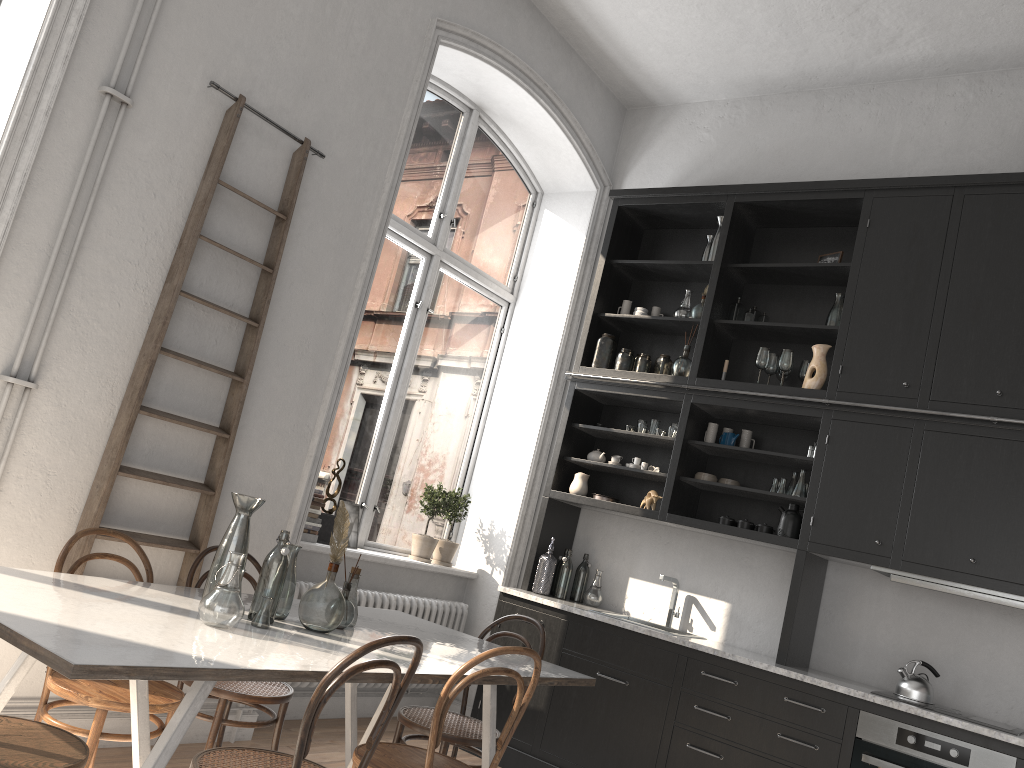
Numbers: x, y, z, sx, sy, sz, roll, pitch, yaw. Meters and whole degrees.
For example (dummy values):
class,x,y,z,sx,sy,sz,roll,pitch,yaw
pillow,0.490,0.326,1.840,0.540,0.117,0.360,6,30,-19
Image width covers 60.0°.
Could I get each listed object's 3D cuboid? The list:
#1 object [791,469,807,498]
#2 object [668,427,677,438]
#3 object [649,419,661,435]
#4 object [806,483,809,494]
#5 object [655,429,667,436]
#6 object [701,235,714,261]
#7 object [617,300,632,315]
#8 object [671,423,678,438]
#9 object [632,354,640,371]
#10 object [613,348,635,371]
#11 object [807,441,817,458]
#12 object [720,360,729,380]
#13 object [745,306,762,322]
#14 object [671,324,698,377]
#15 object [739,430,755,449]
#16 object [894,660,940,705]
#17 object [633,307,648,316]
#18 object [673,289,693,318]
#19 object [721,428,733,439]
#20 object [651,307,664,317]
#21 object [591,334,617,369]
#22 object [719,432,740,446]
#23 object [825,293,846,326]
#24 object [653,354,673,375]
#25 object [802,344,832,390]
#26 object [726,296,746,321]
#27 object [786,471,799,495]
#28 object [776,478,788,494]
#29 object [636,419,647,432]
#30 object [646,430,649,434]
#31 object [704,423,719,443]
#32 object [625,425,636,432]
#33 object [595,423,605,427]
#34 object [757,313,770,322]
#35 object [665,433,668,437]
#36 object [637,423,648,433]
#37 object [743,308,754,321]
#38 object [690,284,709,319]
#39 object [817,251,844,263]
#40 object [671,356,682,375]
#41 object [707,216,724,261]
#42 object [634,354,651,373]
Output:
class,x,y,z,sx,sy,sz,roll,pitch,yaw
object,1.557,0.541,4.780,0.083,0.157,0.084,10,-10,21
object,0.953,0.296,5.276,0.064,0.069,0.064,9,-11,30
object,0.862,0.273,5.388,0.061,0.107,0.060,18,-10,-25
object,1.622,0.604,4.894,0.067,0.108,0.068,10,-10,25
object,0.891,0.300,5.323,0.072,0.047,0.072,16,-10,-15
object,1.230,-0.816,5.578,0.070,0.231,0.067,8,-11,33
object,0.733,-0.472,5.776,0.059,0.135,0.082,18,-10,-24
object,0.981,0.295,5.350,0.060,0.107,0.061,12,-9,10
object,0.812,-0.096,5.682,0.092,0.184,0.092,14,-9,3
object,0.705,-0.136,5.553,0.114,0.155,0.114,6,-12,40
object,1.650,0.370,4.847,0.040,0.116,0.080,20,-11,-32
object,1.244,-0.068,5.187,0.123,0.161,0.123,5,-13,45
object,1.455,-0.384,5.368,0.065,0.176,0.084,19,-11,-30
object,1.044,-0.201,5.297,0.134,0.357,0.134,15,-9,-8
object,1.363,0.340,5.143,0.082,0.135,0.059,11,-10,20
object,1.936,1.413,4.241,0.171,0.185,0.171,22,-12,-41
object,0.828,-0.437,5.727,0.096,0.095,0.096,17,-10,-18
object,1.079,-0.475,5.515,0.132,0.219,0.132,12,-9,12
object,1.256,0.328,5.231,0.082,0.135,0.059,18,-10,-24
object,0.931,-0.429,5.742,0.059,0.135,0.082,19,-11,-29
object,0.590,-0.194,5.629,0.118,0.238,0.119,10,-10,23
object,1.251,0.331,5.121,0.082,0.093,0.140,14,-9,2
object,1.844,-0.386,5.035,0.110,0.254,0.100,14,-9,3
object,0.943,-0.090,5.559,0.092,0.184,0.092,21,-12,-37
object,1.661,-0.081,4.823,0.094,0.266,0.116,16,-9,-11
object,1.347,-0.431,5.319,0.084,0.199,0.065,19,-11,-30
object,1.560,0.565,4.920,0.084,0.157,0.083,22,-12,-41
object,1.474,0.561,4.831,0.058,0.094,0.058,16,-9,-13
object,0.801,0.279,5.516,0.060,0.107,0.061,13,-9,5
object,0.859,0.317,5.471,0.071,0.047,0.072,10,-10,25
object,1.166,0.301,5.198,0.059,0.135,0.082,13,-9,5
object,0.727,0.285,5.472,0.072,0.047,0.072,16,-10,-15
object,0.561,0.285,5.709,0.072,0.047,0.072,16,-10,-15
object,1.489,-0.365,5.264,0.045,0.121,0.058,18,-10,-25
object,0.928,0.322,5.396,0.072,0.047,0.072,18,-10,-24
object,0.793,0.281,5.419,0.064,0.069,0.064,15,-9,-5
object,1.402,-0.389,5.252,0.053,0.124,0.041,13,-9,4
object,1.177,-0.530,5.422,0.123,0.340,0.118,20,-11,-33
object,1.834,-0.690,5.104,0.056,0.121,0.167,19,-10,-27
object,1.031,-0.080,5.486,0.082,0.185,0.083,7,-12,38
object,1.279,-0.869,5.496,0.100,0.329,0.097,8,-11,33
object,0.815,-0.108,5.534,0.096,0.150,0.097,10,-10,26
